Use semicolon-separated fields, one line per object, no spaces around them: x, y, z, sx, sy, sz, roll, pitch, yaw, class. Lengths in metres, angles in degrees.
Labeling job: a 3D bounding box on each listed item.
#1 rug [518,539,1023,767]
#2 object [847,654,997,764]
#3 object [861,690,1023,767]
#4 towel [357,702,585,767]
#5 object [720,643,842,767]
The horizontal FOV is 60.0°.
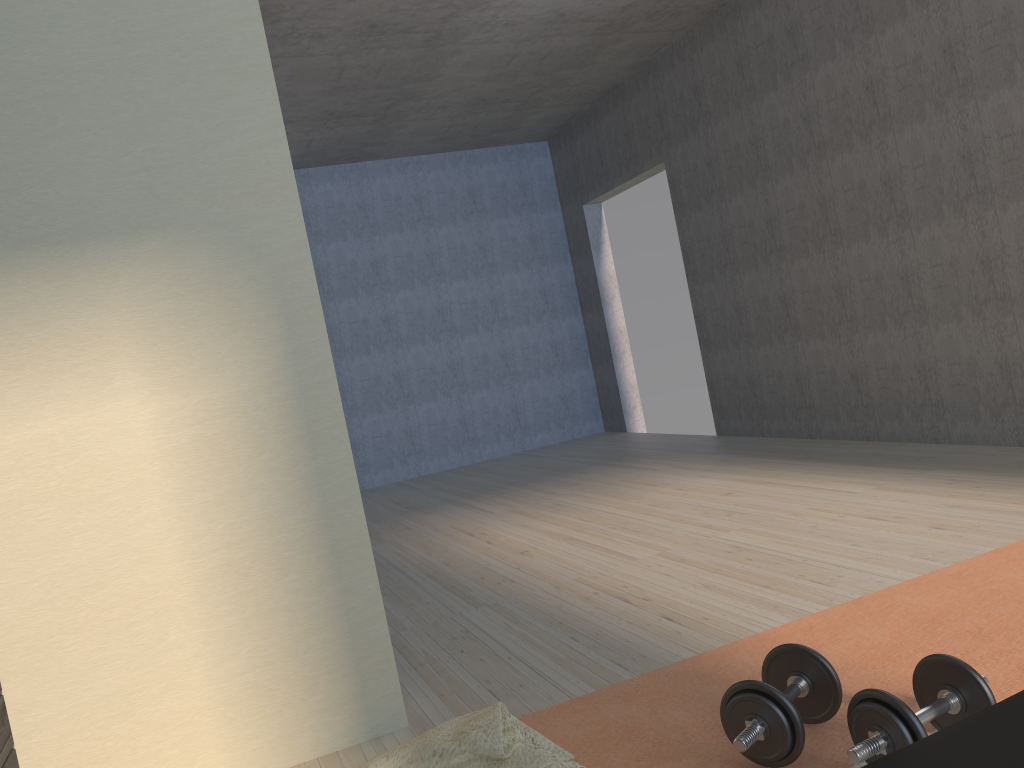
0.962;0.654;2.200;2.779;0.002;0.716;-12;2;-20;rug
0.770;0.626;1.667;0.385;0.176;0.176;-12;2;-28;object
0.704;0.372;0.888;1.312;0.746;0.505;-10;3;39;object
-0.100;0.721;1.659;0.384;0.123;0.373;-13;3;-36;towel
0.554;0.654;1.820;0.176;0.176;0.385;-9;3;42;object
